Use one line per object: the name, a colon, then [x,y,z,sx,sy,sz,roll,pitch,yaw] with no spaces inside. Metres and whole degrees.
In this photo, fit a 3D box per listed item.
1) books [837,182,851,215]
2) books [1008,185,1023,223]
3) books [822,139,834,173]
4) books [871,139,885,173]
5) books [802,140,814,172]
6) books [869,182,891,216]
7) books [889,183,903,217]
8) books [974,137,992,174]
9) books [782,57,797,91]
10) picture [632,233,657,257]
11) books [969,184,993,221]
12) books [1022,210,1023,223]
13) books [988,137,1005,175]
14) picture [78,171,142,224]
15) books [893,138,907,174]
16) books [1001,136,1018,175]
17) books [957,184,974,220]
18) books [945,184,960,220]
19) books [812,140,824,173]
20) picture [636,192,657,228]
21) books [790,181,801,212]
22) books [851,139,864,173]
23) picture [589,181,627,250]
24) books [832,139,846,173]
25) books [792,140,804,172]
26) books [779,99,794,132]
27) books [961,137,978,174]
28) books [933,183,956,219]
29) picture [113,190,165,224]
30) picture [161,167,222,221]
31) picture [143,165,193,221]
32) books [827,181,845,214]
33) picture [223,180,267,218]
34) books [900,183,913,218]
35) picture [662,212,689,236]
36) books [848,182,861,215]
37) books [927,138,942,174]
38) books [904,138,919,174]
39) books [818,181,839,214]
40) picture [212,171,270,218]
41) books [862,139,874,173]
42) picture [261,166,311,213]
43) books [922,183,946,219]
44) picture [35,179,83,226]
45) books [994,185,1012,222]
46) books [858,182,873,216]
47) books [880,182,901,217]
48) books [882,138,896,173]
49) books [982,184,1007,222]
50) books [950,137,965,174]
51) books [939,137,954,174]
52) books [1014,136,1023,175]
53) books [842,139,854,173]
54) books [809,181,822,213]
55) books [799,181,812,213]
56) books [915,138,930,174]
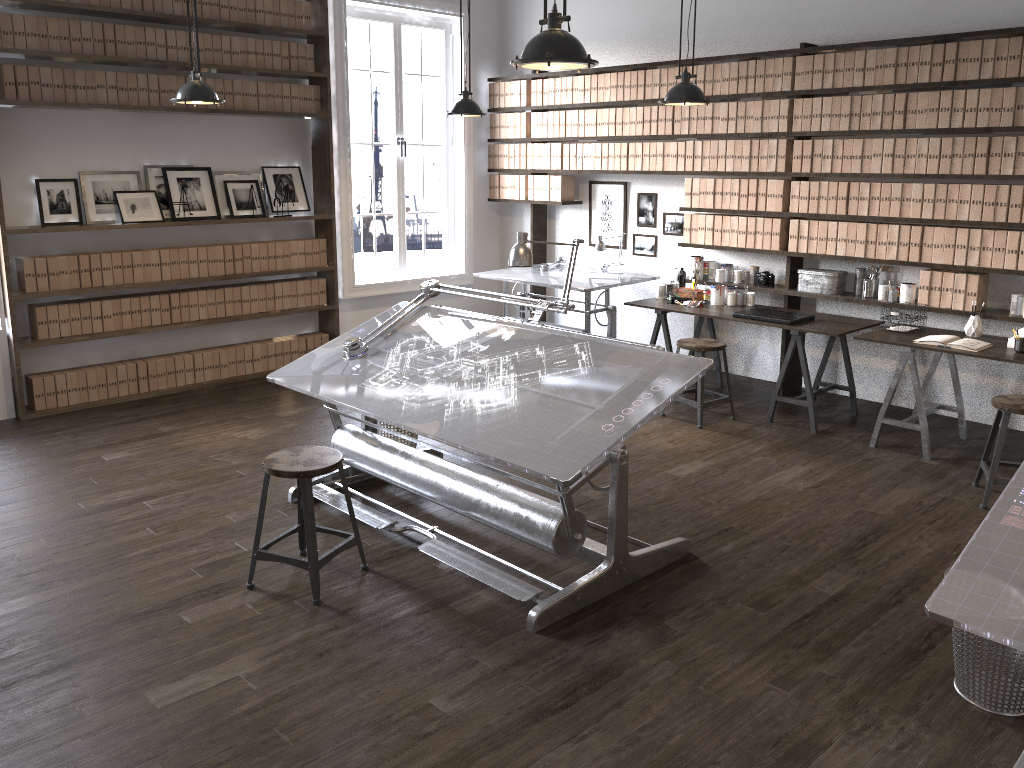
books: [2.259,-1.243,5.944,0.175,0.223,0.067,-12,16,-43]
books: [2.989,-1.054,5.202,0.175,0.223,0.067,-12,16,-43]
books: [2.171,-1.535,5.981,0.175,0.223,0.067,-12,16,-43]
books: [2.406,-1.474,5.742,0.175,0.223,0.067,-12,16,-43]
books: [2.069,-1.561,6.085,0.175,0.223,0.067,-12,16,-43]
books: [2.412,-1.204,5.793,0.175,0.223,0.067,-12,16,-43]
books: [2.503,-1.178,5.691,0.175,0.223,0.067,-12,16,-43]
books: [2.839,-1.360,5.294,0.175,0.223,0.067,-12,16,-43]
books: [1.944,-2.130,6.105,0.175,0.223,0.067,-12,16,-43]
picture: [1.117,-1.166,7.443,0.023,0.181,0.252,-10,17,-42]
books: [2.838,-1.091,5.348,0.175,0.223,0.067,-12,16,-43]
books: [3.036,-1.040,5.146,0.175,0.223,0.067,-12,16,-43]
books: [2.895,-1.348,5.245,0.175,0.223,0.067,-12,16,-43]
picture: [-2.828,-1.325,6.285,0.417,0.361,0.083,-12,17,-43]
books: [2.506,-1.449,5.642,0.175,0.223,0.067,-12,16,-43]
books: [2.941,-1.334,5.191,0.175,0.223,0.067,-12,16,-43]
books: [2.790,-1.105,5.401,0.175,0.223,0.067,-12,16,-43]
books: [2.745,-1.118,5.453,0.175,0.223,0.067,-12,16,-43]
books: [2.125,-1.549,6.035,0.175,0.223,0.067,-12,16,-43]
picture: [1.125,-1.449,7.379,0.022,0.282,0.202,-11,16,-43]
books: [2.020,-1.306,6.192,0.175,0.223,0.067,-12,16,-43]
books: [2.314,-1.497,5.832,0.175,0.223,0.067,-12,16,-43]
picture: [0.829,-1.467,7.679,0.040,0.569,0.417,-10,16,-42]
books: [2.223,-1.523,5.934,0.175,0.223,0.067,-12,16,-43]
books: [2.022,-1.575,6.141,0.175,0.223,0.067,-12,16,-43]
books: [1.939,-1.862,6.166,0.175,0.223,0.067,-12,16,-43]
books: [2.792,-1.375,5.350,0.175,0.223,0.067,-12,16,-43]
books: [2.695,-1.130,5.501,0.175,0.223,0.067,-12,16,-43]
picture: [-2.669,-1.268,6.345,0.301,0.227,0.145,-12,17,-42]
picture: [-2.393,-1.423,6.624,0.375,0.387,0.149,-12,17,-43]
picture: [-2.520,-1.418,6.575,0.371,0.402,0.091,-12,17,-43]
books: [2.212,-1.257,6.000,0.175,0.223,0.067,-12,16,-43]
picture: [-2.091,-1.446,6.929,0.291,0.287,0.127,-12,17,-43]
books: [2.553,-1.167,5.647,0.175,0.223,0.067,-12,16,-43]
picture: [1.330,-1.297,7.187,0.023,0.181,0.252,-10,17,-42]
books: [2.314,-1.230,5.894,0.175,0.223,0.067,-12,16,-43]
books: [2.648,-1.410,5.488,0.175,0.223,0.067,-12,16,-43]
books: [2.555,-1.437,5.594,0.175,0.223,0.067,-12,16,-43]
books: [2.165,-1.268,6.045,0.175,0.223,0.067,-12,16,-43]
picture: [-2.128,-1.485,6.943,0.436,0.357,0.096,-12,17,-43]
books: [2.364,-1.486,5.788,0.175,0.223,0.067,-12,16,-43]
picture: [-1.829,-1.579,7.177,0.345,0.361,0.161,-12,17,-43]
books: [2.644,-1.142,5.549,0.175,0.223,0.067,-12,16,-43]
picture: [-3.098,-1.245,6.063,0.268,0.312,0.058,-12,16,-43]
books: [2.934,-1.068,5.254,0.175,0.223,0.067,-12,16,-43]
books: [2.360,-1.216,5.841,0.175,0.223,0.067,-12,16,-43]
books: [2.461,-1.192,5.743,0.175,0.223,0.067,-12,16,-43]
books: [2.455,-1.461,5.689,0.175,0.223,0.067,-12,16,-43]
books: [2.888,-1.078,5.296,0.175,0.223,0.067,-12,16,-43]
books: [2.745,-1.386,5.395,0.175,0.223,0.067,-12,16,-43]
books: [2.698,-1.397,5.437,0.175,0.223,0.067,-12,16,-43]
books: [2.993,-1.322,5.144,0.175,0.223,0.067,-12,16,-43]
books: [2.272,-1.510,5.884,0.175,0.223,0.067,-12,16,-43]
books: [2.118,-1.279,6.087,0.175,0.223,0.067,-12,16,-43]
books: [2.068,-1.292,6.138,0.175,0.223,0.067,-12,16,-43]
books: [2.601,-1.423,5.542,0.175,0.223,0.067,-12,16,-43]
